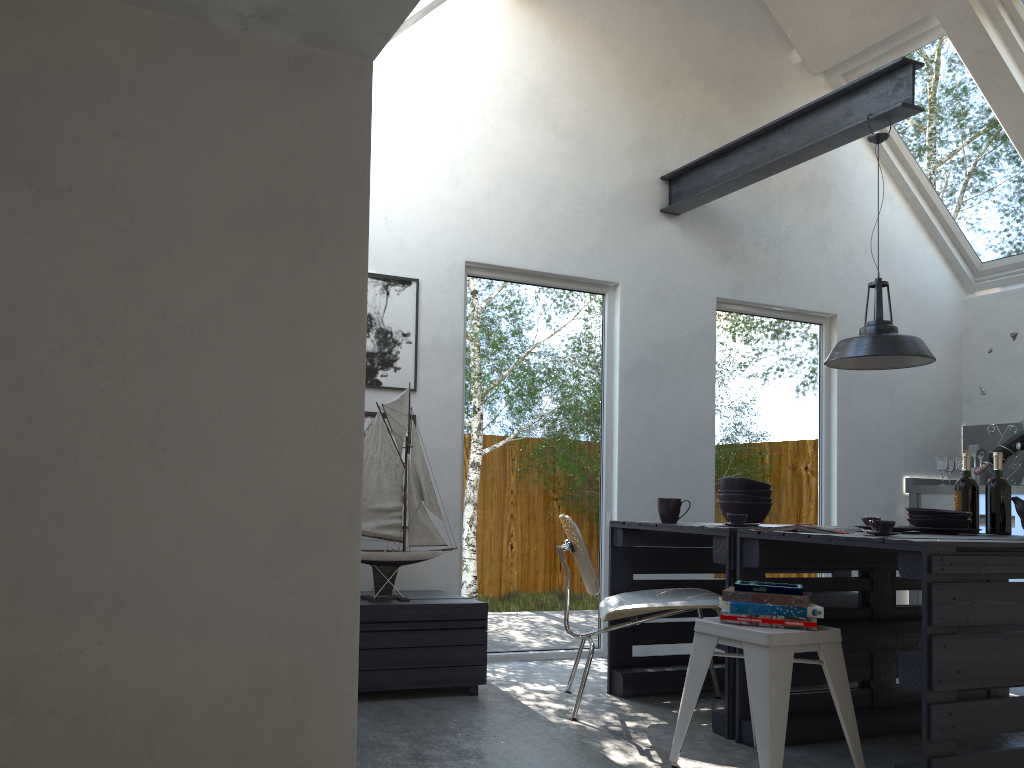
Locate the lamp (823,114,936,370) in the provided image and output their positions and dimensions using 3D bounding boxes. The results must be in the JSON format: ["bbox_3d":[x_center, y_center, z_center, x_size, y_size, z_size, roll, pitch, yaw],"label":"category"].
[{"bbox_3d":[1.601,-0.634,3.822,0.412,1.091,0.452,3,-3,-26],"label":"lamp"}]

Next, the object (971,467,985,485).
[{"bbox_3d":[3.071,0.619,5.791,0.110,0.131,0.104,0,-4,16],"label":"object"}]

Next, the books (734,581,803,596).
[{"bbox_3d":[0.844,0.671,2.877,0.214,0.025,0.138,-1,-8,21],"label":"books"}]

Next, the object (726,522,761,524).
[{"bbox_3d":[0.956,0.579,3.614,0.136,0.013,0.027,0,-7,14],"label":"object"}]

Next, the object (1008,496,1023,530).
[{"bbox_3d":[2.091,0.486,3.378,0.209,0.231,0.222,4,-5,-24],"label":"object"}]

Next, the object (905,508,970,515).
[{"bbox_3d":[1.741,0.538,3.578,0.219,0.058,0.240,5,-8,-26],"label":"object"}]

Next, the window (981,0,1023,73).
[{"bbox_3d":[3.307,-1.499,4.578,1.416,1.383,0.872,4,-4,-24],"label":"window"}]

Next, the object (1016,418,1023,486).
[{"bbox_3d":[3.256,0.365,5.186,0.410,0.498,0.376,4,-5,-26],"label":"object"}]

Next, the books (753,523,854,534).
[{"bbox_3d":[1.084,0.533,3.249,0.322,0.030,0.212,-3,-9,32],"label":"books"}]

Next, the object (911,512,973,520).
[{"bbox_3d":[1.746,0.550,3.574,0.220,0.063,0.239,5,-8,-21],"label":"object"}]

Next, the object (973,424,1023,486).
[{"bbox_3d":[3.068,0.452,5.523,0.336,0.392,0.232,1,-4,5],"label":"object"}]

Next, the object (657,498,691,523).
[{"bbox_3d":[0.701,0.556,3.838,0.095,0.109,0.137,5,-6,-34],"label":"object"}]

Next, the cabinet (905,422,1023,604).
[{"bbox_3d":[3.547,0.854,4.571,0.543,1.469,2.999,3,-6,-27],"label":"cabinet"}]

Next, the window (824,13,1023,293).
[{"bbox_3d":[2.830,-1.389,5.495,1.423,1.390,0.872,4,-4,-24],"label":"window"}]

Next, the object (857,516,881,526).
[{"bbox_3d":[1.701,0.656,4.144,0.110,0.056,0.123,7,-8,-38],"label":"object"}]

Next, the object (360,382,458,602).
[{"bbox_3d":[-0.595,0.473,3.924,0.757,0.986,0.147,4,-3,-23],"label":"object"}]

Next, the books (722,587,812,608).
[{"bbox_3d":[0.840,0.700,2.879,0.268,0.032,0.167,-2,-8,26],"label":"books"}]

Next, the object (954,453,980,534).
[{"bbox_3d":[1.958,0.470,3.766,0.094,0.343,0.089,1,-3,13],"label":"object"}]

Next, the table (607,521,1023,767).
[{"bbox_3d":[1.490,0.997,3.569,1.442,0.792,1.684,5,-7,-26],"label":"table"}]

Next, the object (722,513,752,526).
[{"bbox_3d":[0.925,0.558,3.590,0.110,0.056,0.123,7,-8,-38],"label":"object"}]

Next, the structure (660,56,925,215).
[{"bbox_3d":[1.079,-1.136,4.858,0.130,0.207,2.654,4,-7,-27],"label":"structure"}]

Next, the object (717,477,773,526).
[{"bbox_3d":[1.036,0.526,3.893,0.205,0.213,0.203,4,-5,-24],"label":"object"}]

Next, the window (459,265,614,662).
[{"bbox_3d":[0.123,0.458,4.844,0.944,2.119,0.062,3,-3,-23],"label":"window"}]

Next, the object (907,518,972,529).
[{"bbox_3d":[1.742,0.577,3.571,0.237,0.047,0.223,0,-7,15],"label":"object"}]

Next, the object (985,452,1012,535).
[{"bbox_3d":[2.029,0.457,3.650,0.093,0.343,0.090,1,-3,8],"label":"object"}]

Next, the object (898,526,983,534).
[{"bbox_3d":[1.744,0.598,3.571,0.300,0.024,0.293,1,-7,6],"label":"object"}]

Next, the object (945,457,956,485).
[{"bbox_3d":[2.873,0.578,5.745,0.104,0.191,0.093,-1,-4,35],"label":"object"}]

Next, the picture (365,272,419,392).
[{"bbox_3d":[-0.698,-0.268,4.422,0.452,0.581,0.027,4,-3,-23],"label":"picture"}]

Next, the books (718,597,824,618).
[{"bbox_3d":[0.843,0.732,2.873,0.289,0.033,0.196,1,-7,7],"label":"books"}]

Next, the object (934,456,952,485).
[{"bbox_3d":[2.781,0.562,5.646,0.093,0.191,0.104,4,-4,-32],"label":"object"}]

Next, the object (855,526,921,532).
[{"bbox_3d":[1.494,0.579,3.482,0.226,0.019,0.245,5,-8,-21],"label":"object"}]

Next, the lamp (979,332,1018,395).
[{"bbox_3d":[3.145,-0.134,5.665,0.318,0.435,0.063,3,-3,-23],"label":"lamp"}]

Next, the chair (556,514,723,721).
[{"bbox_3d":[0.574,0.976,3.722,0.784,0.815,0.690,1,-4,5],"label":"chair"}]

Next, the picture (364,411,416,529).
[{"bbox_3d":[-0.710,0.431,4.393,0.452,0.581,0.027,4,-3,-23],"label":"picture"}]

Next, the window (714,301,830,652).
[{"bbox_3d":[1.597,0.588,5.471,0.944,2.119,0.062,3,-3,-23],"label":"window"}]

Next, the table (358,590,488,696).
[{"bbox_3d":[-0.641,1.174,3.970,0.888,0.413,0.550,5,-6,-24],"label":"table"}]

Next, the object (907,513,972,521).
[{"bbox_3d":[1.743,0.562,3.570,0.221,0.063,0.238,5,-8,-21],"label":"object"}]

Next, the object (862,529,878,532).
[{"bbox_3d":[1.243,0.515,3.047,0.028,0.013,0.132,2,-7,-2],"label":"object"}]

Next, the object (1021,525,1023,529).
[{"bbox_3d":[1.975,0.537,3.152,0.237,0.047,0.223,0,-7,15],"label":"object"}]

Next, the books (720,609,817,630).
[{"bbox_3d":[0.842,0.766,2.872,0.297,0.035,0.190,-1,-8,22],"label":"books"}]

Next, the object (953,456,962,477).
[{"bbox_3d":[2.881,0.559,5.598,0.098,0.191,0.099,2,-3,-3],"label":"object"}]

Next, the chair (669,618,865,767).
[{"bbox_3d":[0.827,1.035,2.848,0.416,0.502,0.444,4,-5,-30],"label":"chair"}]

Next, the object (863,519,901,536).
[{"bbox_3d":[1.277,0.495,3.018,0.112,0.056,0.121,4,-7,-18],"label":"object"}]
